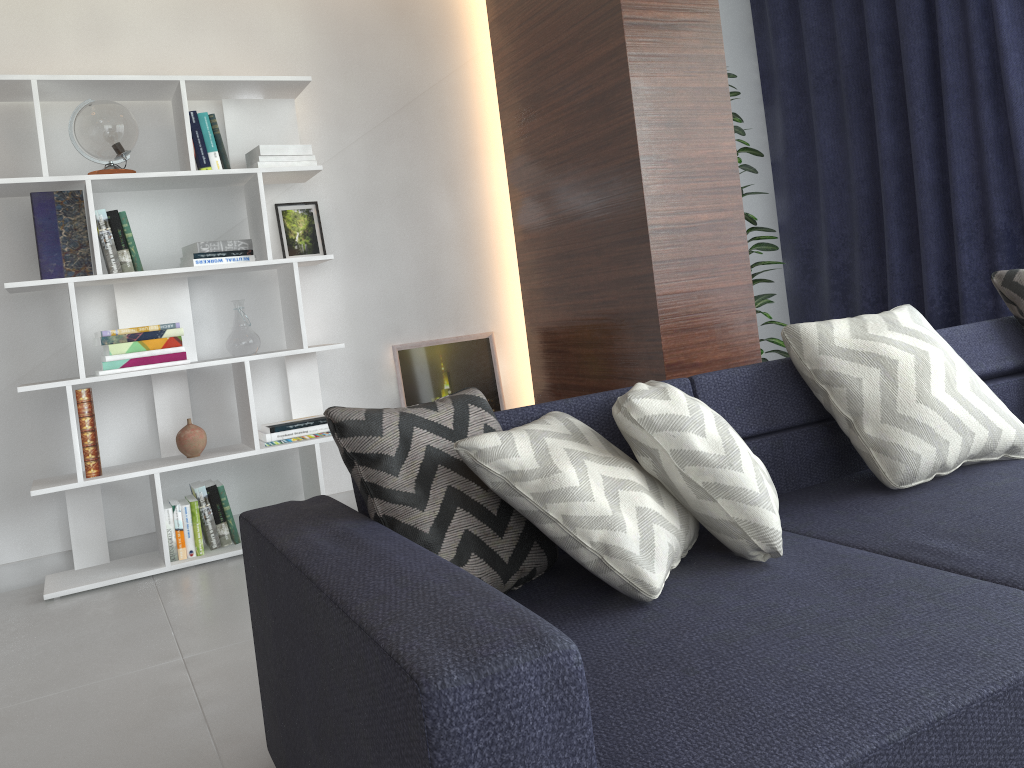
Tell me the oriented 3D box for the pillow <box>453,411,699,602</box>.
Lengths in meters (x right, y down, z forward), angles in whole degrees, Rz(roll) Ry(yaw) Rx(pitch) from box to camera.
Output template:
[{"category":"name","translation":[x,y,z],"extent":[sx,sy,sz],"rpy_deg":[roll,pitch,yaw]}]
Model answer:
[{"category":"pillow","translation":[0.144,0.202,1.625],"extent":[0.329,0.294,0.419],"rpy_deg":[-5,4,26]}]

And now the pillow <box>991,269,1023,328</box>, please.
[{"category":"pillow","translation":[1.782,-0.107,2.558],"extent":[0.597,0.517,0.356],"rpy_deg":[-7,2,4]}]

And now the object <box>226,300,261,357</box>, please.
[{"category":"object","translation":[-1.061,-0.219,3.464],"extent":[0.133,0.219,0.132],"rpy_deg":[-8,2,-21]}]

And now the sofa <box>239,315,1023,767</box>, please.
[{"category":"sofa","translation":[1.186,0.248,1.507],"extent":[2.887,0.607,1.897],"rpy_deg":[-10,6,-26]}]

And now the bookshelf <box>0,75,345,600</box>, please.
[{"category":"bookshelf","translation":[-1.267,-0.244,3.405],"extent":[1.156,1.817,0.299],"rpy_deg":[-8,1,-27]}]

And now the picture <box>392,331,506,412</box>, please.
[{"category":"picture","translation":[-0.255,0.137,4.024],"extent":[0.502,0.698,0.083],"rpy_deg":[-8,1,-27]}]

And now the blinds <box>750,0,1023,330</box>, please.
[{"category":"blinds","translation":[0.617,-0.689,0.648],"extent":[5.824,2.766,7.133],"rpy_deg":[-9,5,-23]}]

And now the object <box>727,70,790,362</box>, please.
[{"category":"object","translation":[1.024,-0.600,4.060],"extent":[0.501,1.842,0.486],"rpy_deg":[-7,1,32]}]

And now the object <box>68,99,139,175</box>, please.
[{"category":"object","translation":[-1.502,-0.869,3.276],"extent":[0.235,0.383,0.220],"rpy_deg":[-7,2,-7]}]

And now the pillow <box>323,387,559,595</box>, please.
[{"category":"pillow","translation":[-0.103,0.198,1.613],"extent":[0.220,0.385,0.418],"rpy_deg":[-6,3,34]}]

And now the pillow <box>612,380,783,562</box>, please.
[{"category":"pillow","translation":[0.383,0.151,1.777],"extent":[0.279,0.350,0.421],"rpy_deg":[-6,3,17]}]

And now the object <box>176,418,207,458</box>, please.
[{"category":"object","translation":[-1.229,0.206,3.384],"extent":[0.112,0.147,0.122],"rpy_deg":[-8,3,-29]}]

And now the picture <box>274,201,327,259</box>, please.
[{"category":"picture","translation":[-0.897,-0.647,3.754],"extent":[0.183,0.255,0.058],"rpy_deg":[-8,1,-27]}]

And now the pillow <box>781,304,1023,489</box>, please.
[{"category":"pillow","translation":[0.956,0.015,2.140],"extent":[0.497,0.387,0.342],"rpy_deg":[-9,3,-26]}]
